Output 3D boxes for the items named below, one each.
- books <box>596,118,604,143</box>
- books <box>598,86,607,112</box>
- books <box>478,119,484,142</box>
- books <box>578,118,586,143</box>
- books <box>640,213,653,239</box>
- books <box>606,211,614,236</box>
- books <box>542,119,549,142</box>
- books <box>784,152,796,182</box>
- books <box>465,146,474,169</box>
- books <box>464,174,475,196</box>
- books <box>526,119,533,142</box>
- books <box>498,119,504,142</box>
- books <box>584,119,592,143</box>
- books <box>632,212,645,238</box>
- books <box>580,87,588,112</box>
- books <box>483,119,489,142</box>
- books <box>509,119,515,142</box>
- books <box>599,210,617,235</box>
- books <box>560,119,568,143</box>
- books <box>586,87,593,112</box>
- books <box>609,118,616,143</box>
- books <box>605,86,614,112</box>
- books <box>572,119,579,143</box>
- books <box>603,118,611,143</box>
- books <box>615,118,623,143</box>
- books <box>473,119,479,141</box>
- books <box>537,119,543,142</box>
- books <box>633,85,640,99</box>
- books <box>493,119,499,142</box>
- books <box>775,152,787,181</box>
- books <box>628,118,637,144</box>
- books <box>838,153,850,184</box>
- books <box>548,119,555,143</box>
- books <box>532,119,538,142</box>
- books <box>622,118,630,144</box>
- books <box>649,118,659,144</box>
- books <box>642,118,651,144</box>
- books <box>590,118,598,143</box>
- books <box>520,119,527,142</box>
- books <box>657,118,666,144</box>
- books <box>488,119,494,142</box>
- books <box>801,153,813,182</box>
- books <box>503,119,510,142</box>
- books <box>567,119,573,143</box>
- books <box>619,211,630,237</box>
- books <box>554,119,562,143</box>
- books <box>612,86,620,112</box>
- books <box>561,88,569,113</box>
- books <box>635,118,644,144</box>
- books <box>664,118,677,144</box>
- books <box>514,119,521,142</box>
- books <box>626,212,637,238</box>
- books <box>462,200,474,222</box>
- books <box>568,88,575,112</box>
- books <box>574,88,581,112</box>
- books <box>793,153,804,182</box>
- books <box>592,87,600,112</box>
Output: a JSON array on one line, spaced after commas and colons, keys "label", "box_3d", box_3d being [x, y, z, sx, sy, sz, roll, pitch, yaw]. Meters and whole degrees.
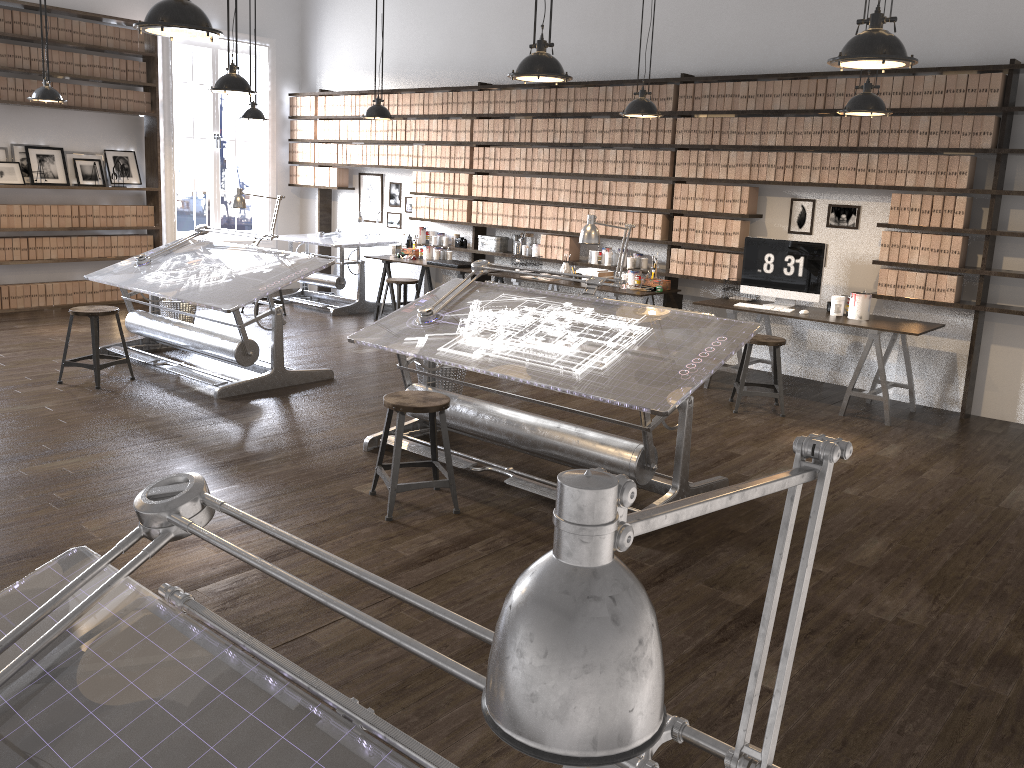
[{"label": "books", "box_3d": [0.850, -2.298, 8.067, 0.067, 0.224, 0.175, 11, 14, 39]}, {"label": "books", "box_3d": [0.864, -2.567, 8.015, 0.067, 0.223, 0.175, 11, 14, 39]}, {"label": "books", "box_3d": [-0.259, -2.566, 8.993, 0.067, 0.223, 0.175, 11, 14, 39]}, {"label": "books", "box_3d": [0.690, -2.336, 8.199, 0.067, 0.224, 0.175, 11, 14, 39]}, {"label": "books", "box_3d": [1.217, -1.407, 7.884, 0.067, 0.223, 0.175, 11, 14, 39]}, {"label": "books", "box_3d": [0.941, -1.474, 8.112, 0.067, 0.223, 0.175, 11, 14, 39]}, {"label": "books", "box_3d": [0.369, -2.413, 8.465, 0.067, 0.224, 0.175, 11, 14, 39]}, {"label": "books", "box_3d": [2.217, -1.704, 6.970, 0.067, 0.224, 0.175, 11, 14, 39]}, {"label": "books", "box_3d": [-0.402, -2.336, 9.151, 0.067, 0.223, 0.175, 11, 14, 39]}, {"label": "books", "box_3d": [-0.416, -2.065, 9.193, 0.067, 0.224, 0.175, 11, 14, 39]}, {"label": "books", "box_3d": [0.216, -2.450, 8.594, 0.067, 0.224, 0.175, 11, 14, 39]}, {"label": "books", "box_3d": [-0.055, -2.515, 8.818, 0.067, 0.224, 0.175, 11, 14, 39]}, {"label": "books", "box_3d": [0.747, -2.324, 8.160, 0.067, 0.223, 0.175, 11, 14, 39]}, {"label": "books", "box_3d": [1.157, -1.420, 7.927, 0.067, 0.224, 0.175, 11, 14, 39]}, {"label": "books", "box_3d": [0.708, -2.606, 8.152, 0.067, 0.223, 0.175, 11, 14, 39]}, {"label": "books", "box_3d": [-0.208, -2.552, 8.946, 0.067, 0.224, 0.175, 11, 14, 39]}, {"label": "books", "box_3d": [0.054, -2.491, 8.735, 0.067, 0.223, 0.175, 11, 14, 39]}, {"label": "books", "box_3d": [0.886, -1.485, 8.150, 0.067, 0.224, 0.175, 11, 14, 39]}, {"label": "books", "box_3d": [0.537, -2.373, 8.328, 0.067, 0.224, 0.175, 11, 14, 39]}, {"label": "books", "box_3d": [0.764, -2.592, 8.104, 0.067, 0.223, 0.175, 11, 14, 39]}, {"label": "books", "box_3d": [0.955, -2.273, 7.985, 0.067, 0.223, 0.175, 11, 14, 39]}, {"label": "books", "box_3d": [0.922, -2.554, 7.972, 0.067, 0.223, 0.175, 11, 14, 39]}, {"label": "books", "box_3d": [0.642, -2.349, 8.245, 0.067, 0.223, 0.175, 11, 14, 39]}, {"label": "books", "box_3d": [0.907, -2.284, 8.023, 0.067, 0.223, 0.175, 11, 14, 39]}, {"label": "books", "box_3d": [1.003, -2.260, 7.939, 0.067, 0.224, 0.175, 11, 14, 39]}, {"label": "books", "box_3d": [-0.311, -2.579, 9.039, 0.067, 0.223, 0.175, 11, 14, 39]}, {"label": "books", "box_3d": [0.324, -2.425, 8.508, 0.067, 0.223, 0.175, 11, 14, 39]}, {"label": "books", "box_3d": [1.136, -2.502, 7.794, 0.067, 0.223, 0.175, 11, 14, 39]}, {"label": "books", "box_3d": [-0.103, -2.528, 8.863, 0.067, 0.223, 0.175, 11, 14, 39]}, {"label": "books", "box_3d": [2.163, -1.718, 7.022, 0.067, 0.223, 0.175, 11, 14, 39]}, {"label": "books", "box_3d": [1.112, -2.236, 7.856, 0.067, 0.223, 0.175, 11, 14, 39]}, {"label": "books", "box_3d": [2.543, -1.626, 6.703, 0.067, 0.223, 0.175, 11, 14, 39]}, {"label": "books", "box_3d": [0.424, -2.400, 8.419, 0.067, 0.223, 0.175, 11, 14, 39]}, {"label": "books", "box_3d": [0.276, -2.437, 8.551, 0.067, 0.223, 0.175, 11, 14, 39]}, {"label": "books", "box_3d": [1.058, -2.249, 7.901, 0.067, 0.223, 0.175, 11, 14, 39]}, {"label": "books", "box_3d": [1.274, -2.196, 7.715, 0.067, 0.224, 0.175, 11, 14, 39]}, {"label": "books", "box_3d": [1.221, -2.210, 7.767, 0.067, 0.223, 0.175, 11, 14, 39]}, {"label": "books", "box_3d": [0.799, -2.311, 8.115, 0.067, 0.223, 0.175, 11, 14, 39]}, {"label": "books", "box_3d": [0.162, -2.465, 8.645, 0.067, 0.223, 0.175, 11, 14, 39]}, {"label": "books", "box_3d": [1.334, -2.183, 7.673, 0.067, 0.223, 0.175, 11, 14, 39]}, {"label": "books", "box_3d": [-0.152, -2.539, 8.902, 0.067, 0.223, 0.175, 11, 14, 39]}, {"label": "books", "box_3d": [2.322, -1.678, 6.881, 0.067, 0.223, 0.175, 11, 14, 39]}, {"label": "books", "box_3d": [0.000, -2.504, 8.779, 0.067, 0.223, 0.175, 11, 14, 39]}, {"label": "books", "box_3d": [0.593, -2.360, 8.283, 0.067, 0.223, 0.175, 11, 14, 39]}, {"label": "books", "box_3d": [1.046, -1.447, 8.020, 0.067, 0.223, 0.175, 11, 14, 39]}, {"label": "books", "box_3d": [0.481, -2.387, 8.376, 0.067, 0.223, 0.175, 11, 14, 39]}, {"label": "books", "box_3d": [0.977, -2.542, 7.931, 0.067, 0.223, 0.175, 11, 14, 39]}, {"label": "books", "box_3d": [0.543, -2.644, 8.282, 0.067, 0.223, 0.175, 11, 14, 39]}, {"label": "books", "box_3d": [1.164, -2.222, 7.808, 0.067, 0.223, 0.175, 11, 14, 39]}, {"label": "books", "box_3d": [1.390, -2.169, 7.623, 0.067, 0.223, 0.175, 11, 14, 39]}, {"label": "books", "box_3d": [0.105, -2.477, 8.687, 0.067, 0.223, 0.175, 11, 14, 39]}, {"label": "books", "box_3d": [1.104, -1.435, 7.978, 0.067, 0.223, 0.175, 11, 14, 39]}, {"label": "books", "box_3d": [-0.431, -1.802, 9.245, 0.067, 0.224, 0.175, 11, 14, 39]}, {"label": "books", "box_3d": [0.600, -2.631, 8.238, 0.067, 0.223, 0.175, 11, 14, 39]}, {"label": "books", "box_3d": [0.656, -2.619, 8.197, 0.067, 0.223, 0.175, 11, 14, 39]}, {"label": "books", "box_3d": [2.277, -1.691, 6.928, 0.067, 0.223, 0.175, 11, 14, 39]}, {"label": "books", "box_3d": [0.809, -2.580, 8.061, 0.067, 0.224, 0.175, 11, 14, 39]}]
